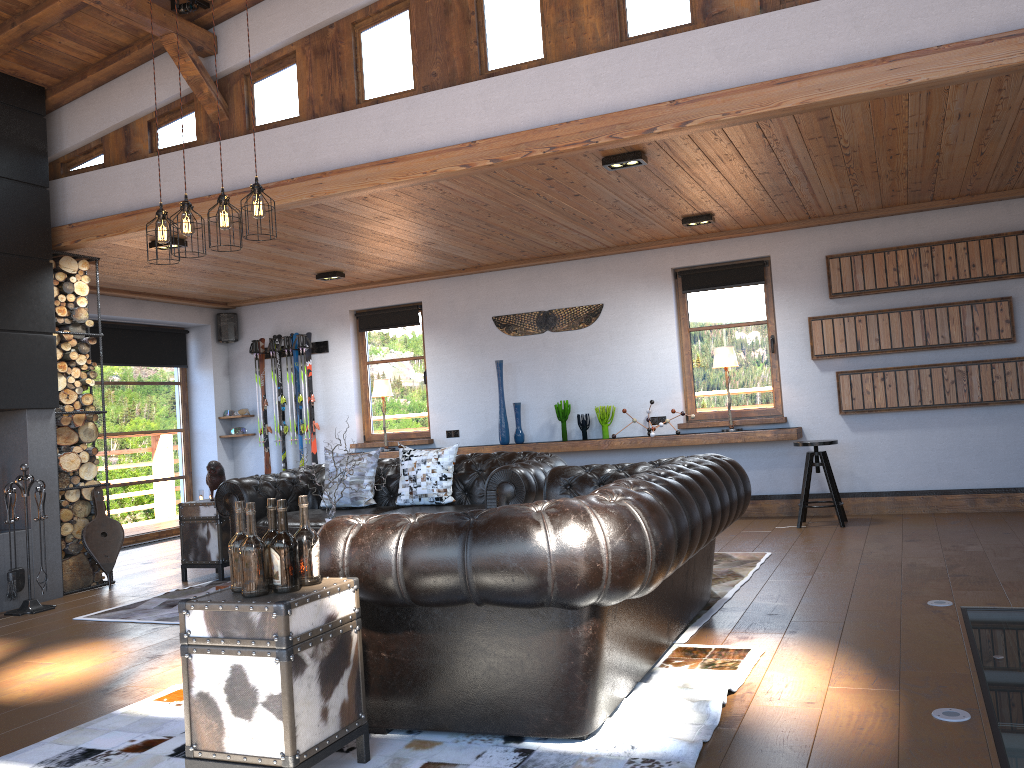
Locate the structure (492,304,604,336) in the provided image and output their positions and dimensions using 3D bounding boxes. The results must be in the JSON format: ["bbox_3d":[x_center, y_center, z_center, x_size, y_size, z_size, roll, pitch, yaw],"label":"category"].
[{"bbox_3d":[0.346,-0.644,9.133,1.237,0.240,0.099,-5,-3,23],"label":"structure"}]

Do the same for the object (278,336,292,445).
[{"bbox_3d":[-2.583,0.074,10.121,0.122,1.250,0.058,-3,-3,-20],"label":"object"}]

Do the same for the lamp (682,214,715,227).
[{"bbox_3d":[1.601,-1.409,7.612,0.259,0.068,0.156,-5,-2,23],"label":"lamp"}]

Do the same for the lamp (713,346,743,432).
[{"bbox_3d":[2.087,0.395,8.443,0.244,1.482,0.636,-5,-3,15],"label":"lamp"}]

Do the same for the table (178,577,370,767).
[{"bbox_3d":[-0.747,0.954,2.816,0.414,0.609,0.409,-5,-3,23],"label":"table"}]

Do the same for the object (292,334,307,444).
[{"bbox_3d":[-2.396,0.057,10.027,0.121,1.250,0.059,-3,-3,-10],"label":"object"}]

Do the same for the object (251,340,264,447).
[{"bbox_3d":[-2.970,0.110,10.355,0.121,1.250,0.059,-4,-3,5],"label":"object"}]

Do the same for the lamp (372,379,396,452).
[{"bbox_3d":[-1.294,0.688,9.895,0.243,1.482,0.638,-5,-3,27],"label":"lamp"}]

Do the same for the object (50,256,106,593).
[{"bbox_3d":[-3.587,0.306,6.981,0.462,2.613,0.498,-5,-3,23],"label":"object"}]

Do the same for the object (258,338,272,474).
[{"bbox_3d":[-2.865,0.259,10.379,0.094,1.607,0.116,-5,-3,23],"label":"object"}]

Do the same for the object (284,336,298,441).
[{"bbox_3d":[-2.544,0.073,10.175,0.121,1.250,0.059,-4,-3,5],"label":"object"}]

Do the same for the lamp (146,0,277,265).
[{"bbox_3d":[-1.788,-1.821,5.036,0.798,2.203,0.263,-5,-3,14],"label":"lamp"}]

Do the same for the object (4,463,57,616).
[{"bbox_3d":[-3.343,1.057,6.116,0.310,1.018,0.305,-3,-3,-21],"label":"object"}]

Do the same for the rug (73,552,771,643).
[{"bbox_3d":[-0.493,1.329,5.978,4.007,0.053,2.453,-5,-2,24],"label":"rug"}]

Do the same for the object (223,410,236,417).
[{"bbox_3d":[-3.373,0.348,10.627,0.188,0.084,0.161,-5,-2,22],"label":"object"}]

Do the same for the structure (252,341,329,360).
[{"bbox_3d":[-2.649,-0.392,10.296,1.041,0.135,0.321,-5,-2,23],"label":"structure"}]

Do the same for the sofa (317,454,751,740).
[{"bbox_3d":[0.341,0.805,4.034,1.228,0.839,2.587,-5,-2,23],"label":"sofa"}]

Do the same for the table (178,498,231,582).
[{"bbox_3d":[-2.326,1.218,7.010,0.414,0.609,0.409,-5,-3,23],"label":"table"}]

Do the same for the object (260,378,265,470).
[{"bbox_3d":[-2.948,0.281,10.426,0.094,1.607,0.116,-5,-3,23],"label":"object"}]

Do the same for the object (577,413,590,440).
[{"bbox_3d":[0.719,0.429,8.870,0.130,0.261,0.123,-4,-3,-7],"label":"object"}]

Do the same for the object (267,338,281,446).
[{"bbox_3d":[-2.757,0.092,10.265,0.121,1.250,0.059,-4,-3,5],"label":"object"}]

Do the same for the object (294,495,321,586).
[{"bbox_3d":[-0.671,0.506,2.882,0.087,0.286,0.087,-4,-3,0],"label":"object"}]

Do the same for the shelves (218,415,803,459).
[{"bbox_3d":[-0.399,0.626,9.339,6.582,0.989,0.617,-5,-3,23],"label":"shelves"}]

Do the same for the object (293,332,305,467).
[{"bbox_3d":[-2.445,0.209,10.263,0.072,1.623,0.112,-5,-3,23],"label":"object"}]

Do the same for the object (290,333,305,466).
[{"bbox_3d":[-2.508,0.215,10.302,0.072,1.623,0.112,-5,-3,23],"label":"object"}]

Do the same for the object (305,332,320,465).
[{"bbox_3d":[-2.256,0.207,10.122,0.094,1.607,0.116,-5,-3,23],"label":"object"}]

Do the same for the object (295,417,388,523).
[{"bbox_3d":[-0.971,0.585,4.878,0.612,0.808,0.411,-6,-3,34],"label":"object"}]

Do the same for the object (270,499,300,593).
[{"bbox_3d":[-0.717,0.506,2.789,0.088,0.286,0.087,-3,-3,-27],"label":"object"}]

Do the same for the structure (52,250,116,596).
[{"bbox_3d":[-3.577,0.299,6.984,0.507,2.618,0.506,-5,-3,23],"label":"structure"}]

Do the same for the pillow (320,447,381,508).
[{"bbox_3d":[-1.256,0.710,6.879,0.523,0.469,0.286,-5,-3,26],"label":"pillow"}]

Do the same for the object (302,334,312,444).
[{"bbox_3d":[-2.308,0.053,10.089,0.122,1.250,0.058,-3,-3,-15],"label":"object"}]

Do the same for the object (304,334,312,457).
[{"bbox_3d":[-2.338,0.229,10.169,0.094,1.607,0.116,-5,-3,23],"label":"object"}]

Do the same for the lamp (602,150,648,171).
[{"bbox_3d":[0.713,-1.418,5.610,0.259,0.068,0.156,-5,-2,23],"label":"lamp"}]

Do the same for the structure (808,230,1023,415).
[{"bbox_3d":[3.611,-0.500,7.851,1.836,1.446,0.323,-5,-3,23],"label":"structure"}]

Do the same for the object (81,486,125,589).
[{"bbox_3d":[-3.192,1.192,6.906,0.263,0.795,0.268,-4,-3,7],"label":"object"}]

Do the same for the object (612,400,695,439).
[{"bbox_3d":[1.351,0.326,8.532,0.528,0.349,0.638,-2,-3,-39],"label":"object"}]

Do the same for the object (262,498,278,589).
[{"bbox_3d":[-0.770,0.513,2.870,0.087,0.286,0.087,-4,-3,1],"label":"object"}]

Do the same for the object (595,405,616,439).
[{"bbox_3d":[0.924,0.377,8.799,0.183,0.332,0.197,-3,-3,-17],"label":"object"}]

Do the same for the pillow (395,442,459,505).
[{"bbox_3d":[-0.637,0.656,6.618,0.523,0.469,0.286,-5,-3,26],"label":"pillow"}]

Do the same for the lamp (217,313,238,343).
[{"bbox_3d":[-3.425,-0.675,10.666,0.211,0.349,0.215,-5,-3,23],"label":"lamp"}]

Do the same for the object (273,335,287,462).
[{"bbox_3d":[-2.724,0.232,10.359,0.072,1.623,0.112,-5,-3,23],"label":"object"}]

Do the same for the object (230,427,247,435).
[{"bbox_3d":[-3.284,0.560,10.585,0.190,0.084,0.347,-3,-2,-31],"label":"object"}]

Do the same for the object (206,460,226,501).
[{"bbox_3d":[-2.341,0.761,7.014,0.151,0.319,0.245,-3,-3,-25],"label":"object"}]

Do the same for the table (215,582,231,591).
[{"bbox_3d":[-1.094,1.161,4.484,0.644,0.350,0.403,-5,-3,23],"label":"table"}]

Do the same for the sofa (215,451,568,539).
[{"bbox_3d":[-0.815,0.982,6.633,2.543,0.839,1.250,-5,-2,22],"label":"sofa"}]

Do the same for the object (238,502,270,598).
[{"bbox_3d":[-0.804,0.511,2.754,0.086,0.286,0.089,-6,-3,36],"label":"object"}]

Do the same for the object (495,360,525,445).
[{"bbox_3d":[-0.027,0.185,9.066,0.276,0.863,0.110,-3,-3,-21],"label":"object"}]

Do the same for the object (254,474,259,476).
[{"bbox_3d":[-2.981,1.188,10.285,0.116,0.270,0.253,-5,-3,14],"label":"object"}]

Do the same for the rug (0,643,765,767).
[{"bbox_3d":[-0.769,1.228,2.670,2.409,0.053,3.842,-5,-2,24],"label":"rug"}]

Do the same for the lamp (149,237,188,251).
[{"bbox_3d":[-2.742,-1.121,7.070,0.259,0.068,0.156,-5,-2,23],"label":"lamp"}]

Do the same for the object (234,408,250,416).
[{"bbox_3d":[-3.210,0.334,10.559,0.158,0.084,0.191,-5,-2,22],"label":"object"}]

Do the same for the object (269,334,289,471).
[{"bbox_3d":[-2.698,0.226,10.259,0.103,1.623,0.256,-5,-3,20],"label":"object"}]

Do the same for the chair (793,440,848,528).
[{"bbox_3d":[2.605,0.846,7.519,0.389,0.721,0.396,-5,-3,23],"label":"chair"}]

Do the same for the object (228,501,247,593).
[{"bbox_3d":[-0.866,0.519,2.851,0.086,0.286,0.088,-6,-3,33],"label":"object"}]

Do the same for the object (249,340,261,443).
[{"bbox_3d":[-2.967,0.107,10.274,0.059,1.250,0.121,-4,-3,6],"label":"object"}]

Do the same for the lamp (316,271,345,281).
[{"bbox_3d":[-1.859,-1.111,9.072,0.259,0.068,0.156,-5,-2,23],"label":"lamp"}]

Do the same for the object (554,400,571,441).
[{"bbox_3d":[0.517,0.370,8.902,0.159,0.411,0.145,-4,-3,-8],"label":"object"}]
